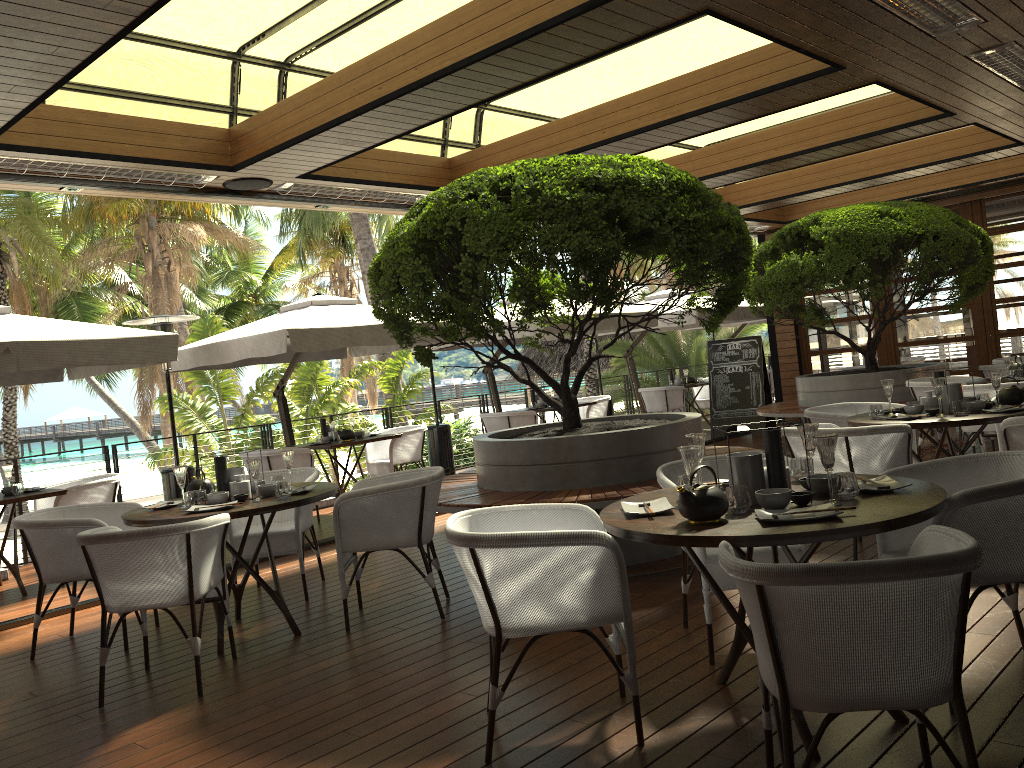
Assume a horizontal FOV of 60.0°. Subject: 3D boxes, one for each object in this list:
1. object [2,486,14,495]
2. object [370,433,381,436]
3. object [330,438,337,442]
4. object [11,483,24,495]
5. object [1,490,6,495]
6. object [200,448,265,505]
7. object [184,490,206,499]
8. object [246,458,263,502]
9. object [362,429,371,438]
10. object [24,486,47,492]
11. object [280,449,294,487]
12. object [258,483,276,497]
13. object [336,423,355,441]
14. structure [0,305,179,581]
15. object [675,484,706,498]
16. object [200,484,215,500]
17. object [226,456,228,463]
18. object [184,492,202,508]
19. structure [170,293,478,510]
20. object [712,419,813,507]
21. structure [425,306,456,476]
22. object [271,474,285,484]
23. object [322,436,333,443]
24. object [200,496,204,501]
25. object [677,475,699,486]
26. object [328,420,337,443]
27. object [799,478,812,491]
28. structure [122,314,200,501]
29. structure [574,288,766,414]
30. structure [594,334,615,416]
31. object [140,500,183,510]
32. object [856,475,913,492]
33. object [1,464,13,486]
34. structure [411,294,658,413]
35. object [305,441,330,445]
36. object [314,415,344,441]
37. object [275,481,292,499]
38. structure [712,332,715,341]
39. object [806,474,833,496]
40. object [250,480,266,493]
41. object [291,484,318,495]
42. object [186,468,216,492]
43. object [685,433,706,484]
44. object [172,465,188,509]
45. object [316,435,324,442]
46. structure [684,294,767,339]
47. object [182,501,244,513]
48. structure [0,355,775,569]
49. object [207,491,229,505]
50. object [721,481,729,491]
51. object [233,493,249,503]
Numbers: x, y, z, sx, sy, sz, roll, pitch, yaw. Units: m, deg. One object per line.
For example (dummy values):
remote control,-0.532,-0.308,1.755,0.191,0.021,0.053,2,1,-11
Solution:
object,-3.966,0.845,7.016,0.116,0.065,0.116,-6,1,25
object,-1.565,0.555,9.650,0.294,0.025,0.170,-5,1,43
object,-1.845,0.585,9.178,0.080,0.042,0.080,-6,1,5
object,-3.875,0.825,6.953,0.086,0.086,0.086,-6,1,44
object,-4.038,0.863,7.084,0.080,0.042,0.080,-6,1,12
object,-1.567,0.516,4.989,0.263,0.264,0.263,-6,0,-1
object,-1.786,0.640,5.008,0.116,0.065,0.116,-6,1,3
object,-1.374,0.514,4.757,0.082,0.227,0.082,-6,0,-12
object,-1.549,0.526,9.439,0.086,0.086,0.086,-7,1,-42
object,-3.891,0.854,7.164,0.294,0.025,0.170,-5,1,43
object,-1.297,0.499,5.164,0.082,0.227,0.082,-6,0,5
object,-1.362,0.594,4.932,0.116,0.065,0.116,-6,1,3
object,-1.738,0.502,9.308,0.168,0.179,0.163,-7,1,-45
structure,-4.233,0.492,6.962,2.411,2.333,2.416,-6,1,43
object,0.651,0.403,3.205,0.116,0.065,0.116,-6,1,23
object,-1.761,0.624,5.119,0.086,0.086,0.086,-7,1,-36
object,-1.712,0.543,5.252,0.082,0.227,0.082,-6,0,-12
object,-1.708,0.625,4.748,0.086,0.086,0.086,-6,1,45
structure,-1.932,0.196,9.421,2.411,2.333,2.416,-6,1,43
object,0.881,0.279,3.147,0.263,0.264,0.263,-6,0,2
structure,-0.954,0.128,10.889,0.698,2.192,0.700,-6,0,31
object,-1.378,0.580,5.225,0.086,0.086,0.086,-6,1,45
object,-1.919,0.581,9.244,0.116,0.065,0.116,-6,1,42
object,-1.746,0.649,4.908,0.080,0.042,0.080,-6,1,33
object,0.665,0.388,3.338,0.086,0.086,0.086,-6,0,7
object,-1.837,0.490,9.099,0.082,0.227,0.082,-6,0,44
object,1.089,0.365,3.229,0.080,0.042,0.080,-6,1,1
structure,-3.230,0.420,8.456,0.698,2.192,0.700,-6,0,31
structure,2.669,-0.396,14.340,2.411,2.333,2.416,-6,1,43
structure,1.315,-0.164,13.314,0.698,2.192,0.700,-6,0,31
object,-1.950,0.679,4.950,0.170,0.025,0.295,-6,1,4
object,1.277,0.355,3.142,0.170,0.025,0.295,-6,1,2
object,-4.065,0.769,7.161,0.082,0.227,0.082,-6,0,44
structure,0.368,-0.100,11.880,2.411,2.333,2.416,-6,1,43
object,-1.989,0.611,9.097,0.294,0.025,0.170,-5,1,43
object,-1.959,0.481,9.516,0.263,0.264,0.263,-6,0,-2
object,-1.227,0.571,4.763,0.086,0.086,0.086,-7,1,-36
structure,3.630,-0.462,15.789,0.698,2.192,0.700,-6,0,31
object,1.094,0.355,3.109,0.116,0.065,0.116,-6,1,23
object,-1.509,0.605,5.233,0.116,0.065,0.116,-6,1,26
object,-1.202,0.596,4.995,0.170,0.025,0.295,-6,1,4
object,-1.844,0.584,5.249,0.163,0.179,0.168,-6,0,2
object,0.722,0.306,3.425,0.082,0.227,0.082,-6,0,-4
object,-1.794,0.559,4.819,0.082,0.227,0.082,-6,0,5
object,-2.013,0.579,9.305,0.086,0.086,0.086,-7,1,-42
structure,4.970,-0.692,16.799,2.411,2.333,2.416,-6,1,43
object,-1.540,0.640,4.603,0.294,0.025,0.170,-6,1,-1
structure,-3.318,1.100,9.466,0.163,1.153,26.295,-6,1,43
object,-1.584,0.621,4.784,0.116,0.065,0.116,-6,1,26
object,0.833,0.391,3.349,0.080,0.042,0.080,-6,1,36
object,-1.464,0.619,4.796,0.080,0.042,0.080,-6,1,-2
